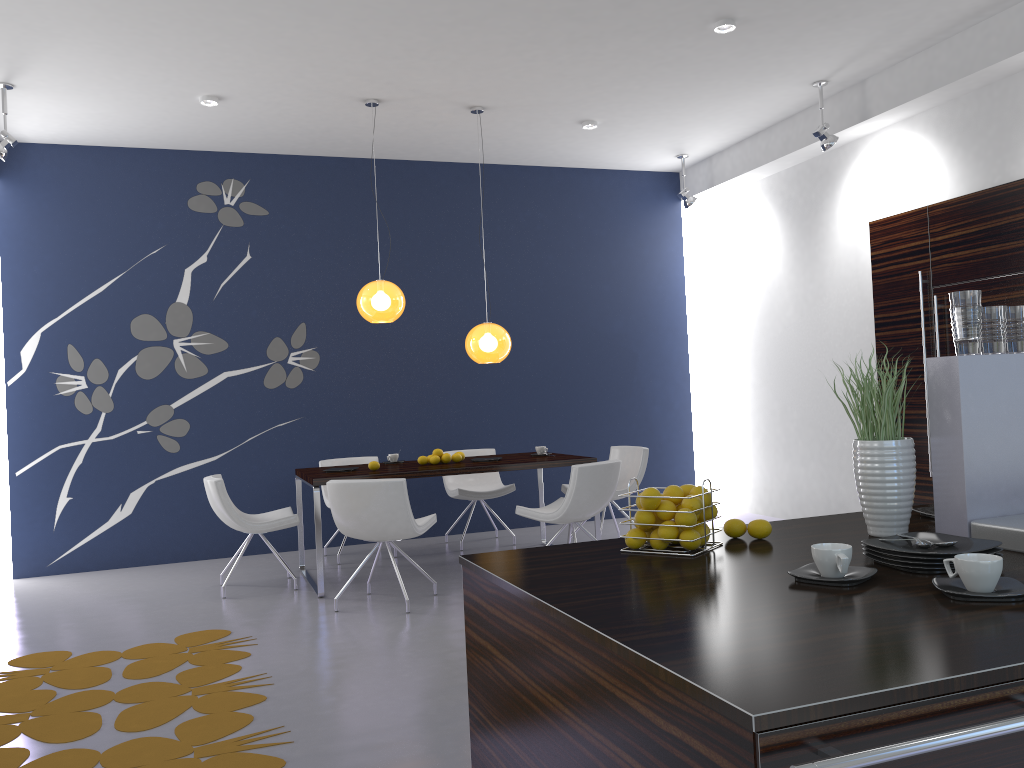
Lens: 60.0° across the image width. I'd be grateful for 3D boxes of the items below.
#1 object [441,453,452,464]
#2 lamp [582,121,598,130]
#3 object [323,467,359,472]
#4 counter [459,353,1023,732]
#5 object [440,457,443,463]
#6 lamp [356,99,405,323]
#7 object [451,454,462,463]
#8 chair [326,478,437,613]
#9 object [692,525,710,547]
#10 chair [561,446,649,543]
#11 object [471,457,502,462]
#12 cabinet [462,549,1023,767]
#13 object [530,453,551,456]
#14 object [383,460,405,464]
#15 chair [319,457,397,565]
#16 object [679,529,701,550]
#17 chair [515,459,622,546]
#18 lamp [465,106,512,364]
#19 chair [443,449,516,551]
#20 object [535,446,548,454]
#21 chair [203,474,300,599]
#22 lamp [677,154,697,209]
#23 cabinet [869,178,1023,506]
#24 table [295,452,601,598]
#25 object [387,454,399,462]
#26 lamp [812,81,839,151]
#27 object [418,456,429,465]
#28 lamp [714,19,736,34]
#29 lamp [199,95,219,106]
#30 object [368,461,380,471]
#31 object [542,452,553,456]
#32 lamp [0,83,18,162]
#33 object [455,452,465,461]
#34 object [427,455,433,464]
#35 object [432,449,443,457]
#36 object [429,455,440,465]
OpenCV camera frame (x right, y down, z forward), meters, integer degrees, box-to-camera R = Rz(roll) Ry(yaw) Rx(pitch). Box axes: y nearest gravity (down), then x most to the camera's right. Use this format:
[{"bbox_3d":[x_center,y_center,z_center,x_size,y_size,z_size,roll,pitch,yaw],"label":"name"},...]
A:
[{"bbox_3d":[-0.490,0.555,6.629,0.076,0.080,0.094,-2,-1,-18],"label":"object"},{"bbox_3d":[0.648,-2.152,7.372,0.132,0.035,0.132,-3,-1,27],"label":"lamp"},{"bbox_3d":[-1.231,0.620,6.383,0.232,0.020,0.232,-3,-1,9],"label":"object"},{"bbox_3d":[1.639,0.557,2.210,3.291,1.300,1.302,-2,-1,-20],"label":"counter"},{"bbox_3d":[-0.526,0.563,6.704,0.081,0.071,0.069,-2,-1,-43],"label":"object"},{"bbox_3d":[-1.001,-1.278,6.572,0.358,1.645,0.359,-3,-1,-9],"label":"lamp"},{"bbox_3d":[-0.418,0.559,6.693,0.083,0.068,0.070,-3,-1,-16],"label":"object"},{"bbox_3d":[-0.808,0.975,5.555,0.508,0.805,0.620,-3,-1,15],"label":"chair"},{"bbox_3d":[0.461,0.379,2.206,0.061,0.053,0.053,-3,-1,23],"label":"object"},{"bbox_3d":[0.787,0.923,7.187,0.620,0.805,0.508,-2,-1,-25],"label":"chair"},{"bbox_3d":[-0.194,0.575,6.720,0.232,0.020,0.232,-3,-1,9],"label":"object"},{"bbox_3d":[1.648,0.781,2.218,3.285,0.852,1.377,-2,-1,-20],"label":"cabinet"},{"bbox_3d":[0.228,0.559,7.005,0.154,0.020,0.154,-3,-1,26],"label":"object"},{"bbox_3d":[-0.926,0.613,6.948,0.154,0.020,0.154,-3,-1,25],"label":"object"},{"bbox_3d":[-1.284,1.026,7.357,0.508,0.805,0.620,-2,-1,-25],"label":"chair"},{"bbox_3d":[0.432,0.378,2.154,0.053,0.053,0.061,-3,-1,25],"label":"object"},{"bbox_3d":[0.419,0.922,5.982,0.620,0.805,0.508,-4,-1,40],"label":"chair"},{"bbox_3d":[-0.223,-1.147,6.847,0.359,1.974,0.358,-3,-1,-14],"label":"lamp"},{"bbox_3d":[-0.305,0.984,7.707,0.508,0.805,0.620,-2,-1,-20],"label":"chair"},{"bbox_3d":[0.237,0.527,7.004,0.101,0.064,0.081,-3,-1,6],"label":"object"},{"bbox_3d":[-1.831,1.035,6.252,0.620,0.805,0.508,-2,-1,-20],"label":"chair"},{"bbox_3d":[1.683,-1.945,8.554,0.185,0.511,0.150,-2,-1,-20],"label":"lamp"},{"bbox_3d":[3.744,-0.096,5.376,0.669,2.500,3.600,-2,-1,-20],"label":"cabinet"},{"bbox_3d":[-0.509,0.989,6.670,2.046,0.783,1.127,-2,-1,-20],"label":"table"},{"bbox_3d":[-0.929,0.582,6.939,0.081,0.064,0.101,-3,-1,5],"label":"object"},{"bbox_3d":[2.352,-2.006,6.671,0.185,0.511,0.150,-2,-1,-20],"label":"lamp"},{"bbox_3d":[-0.662,0.569,6.610,0.083,0.068,0.070,-3,-1,-16],"label":"object"},{"bbox_3d":[1.317,-2.214,5.488,0.132,0.035,0.132,-3,-1,23],"label":"lamp"},{"bbox_3d":[-2.175,-2.032,6.365,0.132,0.035,0.132,-2,-1,-20],"label":"lamp"},{"bbox_3d":[-0.975,0.579,6.275,0.083,0.068,0.070,-3,-1,-16],"label":"object"},{"bbox_3d":[0.284,0.547,6.907,0.032,0.028,0.155,-2,-1,-39],"label":"object"},{"bbox_3d":[-3.409,-1.740,5.917,0.185,0.511,0.150,-2,-1,-20],"label":"lamp"},{"bbox_3d":[-0.404,0.555,6.777,0.094,0.077,0.079,-4,-1,44],"label":"object"},{"bbox_3d":[-0.603,0.567,6.676,0.083,0.068,0.070,-3,-1,39],"label":"object"},{"bbox_3d":[-0.554,0.519,6.646,0.083,0.068,0.070,-3,-1,-16],"label":"object"},{"bbox_3d":[-0.575,0.565,6.596,0.083,0.068,0.070,-3,-1,39],"label":"object"}]
